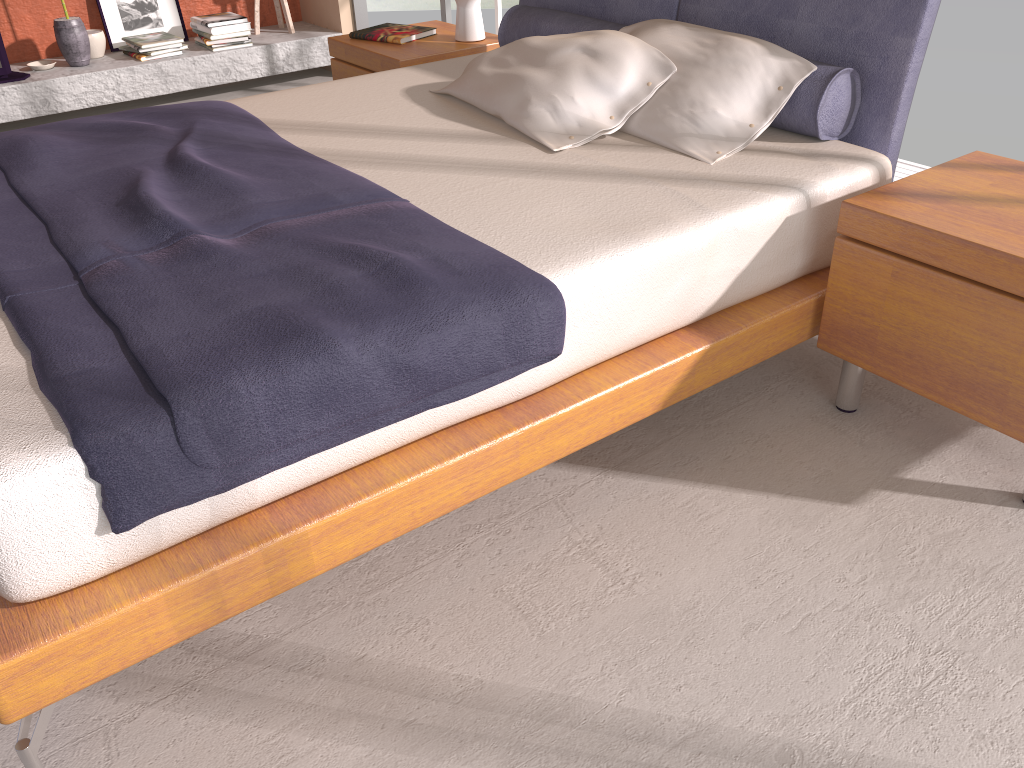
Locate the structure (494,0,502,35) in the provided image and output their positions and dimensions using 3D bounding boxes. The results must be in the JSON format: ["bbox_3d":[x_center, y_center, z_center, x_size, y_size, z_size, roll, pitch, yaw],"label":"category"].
[{"bbox_3d":[1.623,-1.043,2.941,0.728,1.005,7.689,-23,37,-29],"label":"structure"}]

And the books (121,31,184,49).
[{"bbox_3d":[-2.057,-1.971,5.077,0.247,0.018,0.328,-25,39,-32],"label":"books"}]

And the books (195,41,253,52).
[{"bbox_3d":[-1.718,-2.033,5.290,0.247,0.018,0.328,-21,37,-28],"label":"books"}]

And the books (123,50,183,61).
[{"bbox_3d":[-2.068,-1.910,5.106,0.247,0.025,0.287,-25,39,-32],"label":"books"}]

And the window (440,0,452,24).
[{"bbox_3d":[1.383,-1.662,2.088,0.075,3.133,6.106,-23,37,-29],"label":"window"}]

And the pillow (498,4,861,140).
[{"bbox_3d":[0.453,-1.039,2.862,0.205,0.201,1.470,-23,37,-29],"label":"pillow"}]

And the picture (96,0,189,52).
[{"bbox_3d":[-2.197,-2.272,5.193,0.458,0.550,0.117,-23,37,-29],"label":"picture"}]

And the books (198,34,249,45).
[{"bbox_3d":[-1.711,-2.057,5.255,0.247,0.025,0.287,-16,34,-20],"label":"books"}]

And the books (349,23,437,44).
[{"bbox_3d":[-0.511,-1.510,3.820,0.287,0.025,0.247,19,38,30],"label":"books"}]

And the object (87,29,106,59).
[{"bbox_3d":[-2.410,-1.936,5.065,0.179,0.137,0.180,-15,34,-19],"label":"object"}]

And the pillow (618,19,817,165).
[{"bbox_3d":[0.451,-0.867,2.569,0.400,0.265,0.791,-21,37,-27],"label":"pillow"}]

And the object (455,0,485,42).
[{"bbox_3d":[-0.180,-1.591,3.629,0.224,0.338,0.224,-15,34,-20],"label":"object"}]

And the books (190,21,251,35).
[{"bbox_3d":[-1.721,-2.117,5.238,0.247,0.038,0.319,-24,38,-31],"label":"books"}]

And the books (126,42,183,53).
[{"bbox_3d":[-2.052,-1.951,5.086,0.247,0.025,0.287,-21,37,-27],"label":"books"}]

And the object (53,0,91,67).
[{"bbox_3d":[-2.413,-2.112,4.712,0.165,0.810,0.165,-8,33,-10],"label":"object"}]

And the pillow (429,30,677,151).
[{"bbox_3d":[0.091,-0.945,2.733,0.431,0.264,0.869,-17,35,-23],"label":"pillow"}]

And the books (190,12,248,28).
[{"bbox_3d":[-1.726,-2.146,5.225,0.247,0.025,0.287,-23,37,-29],"label":"books"}]

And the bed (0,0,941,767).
[{"bbox_3d":[-0.383,-0.548,2.462,2.462,0.959,2.017,-23,37,-29],"label":"bed"}]

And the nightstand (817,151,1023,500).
[{"bbox_3d":[1.174,-0.149,2.096,0.562,0.556,0.628,-23,37,-29],"label":"nightstand"}]

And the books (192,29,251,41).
[{"bbox_3d":[-1.720,-2.090,5.255,0.247,0.027,0.328,-21,37,-28],"label":"books"}]

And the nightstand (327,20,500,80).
[{"bbox_3d":[-0.385,-1.239,3.927,0.562,0.556,0.628,-23,37,-29],"label":"nightstand"}]

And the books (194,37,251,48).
[{"bbox_3d":[-1.722,-2.051,5.285,0.247,0.018,0.287,-23,37,-29],"label":"books"}]

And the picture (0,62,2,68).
[{"bbox_3d":[-3.106,-2.124,3.984,1.129,1.496,0.126,-23,37,-29],"label":"picture"}]

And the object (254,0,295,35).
[{"bbox_3d":[-1.473,-2.365,5.503,0.260,0.349,0.257,11,34,20],"label":"object"}]

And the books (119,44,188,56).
[{"bbox_3d":[-2.063,-1.937,5.106,0.328,0.018,0.247,22,39,33],"label":"books"}]

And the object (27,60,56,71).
[{"bbox_3d":[-2.579,-1.742,4.871,0.152,0.040,0.152,-2,32,0],"label":"object"}]
